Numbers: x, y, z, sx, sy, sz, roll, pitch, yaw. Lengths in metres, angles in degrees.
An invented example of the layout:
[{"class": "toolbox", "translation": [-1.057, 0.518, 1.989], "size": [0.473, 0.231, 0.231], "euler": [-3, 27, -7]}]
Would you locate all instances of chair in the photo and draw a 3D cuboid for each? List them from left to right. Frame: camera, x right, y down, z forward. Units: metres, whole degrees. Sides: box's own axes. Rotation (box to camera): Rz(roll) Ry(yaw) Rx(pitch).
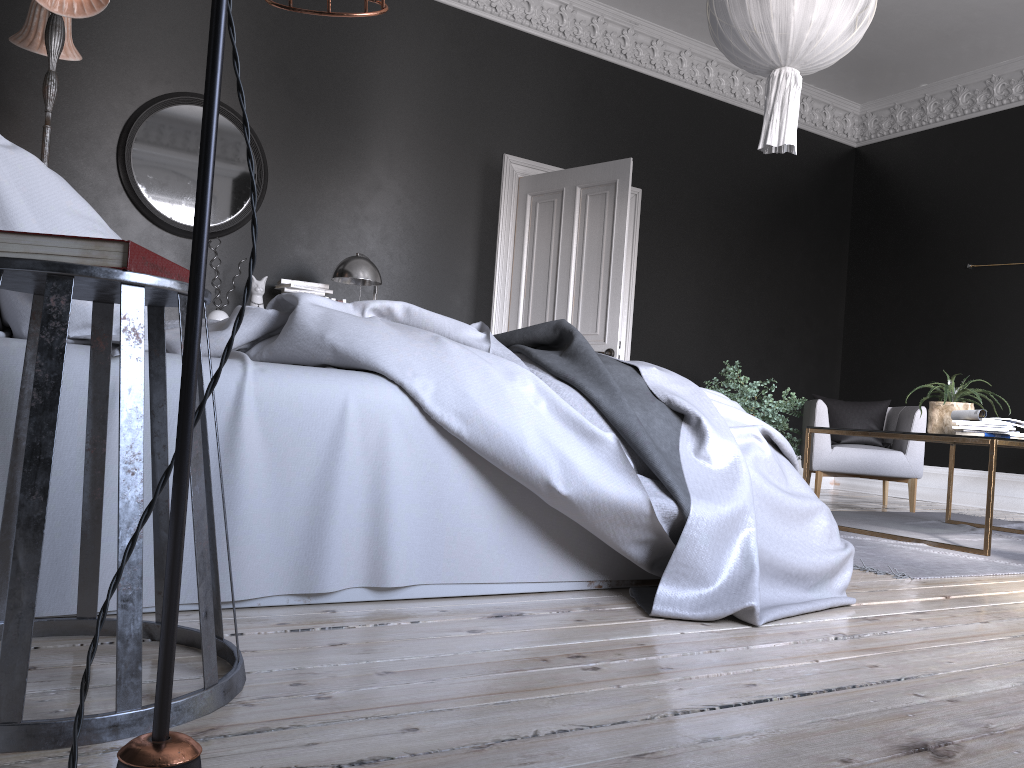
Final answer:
[{"class": "chair", "translation": [-0.737, 0.160, 1.477], "size": [0.613, 0.672, 0.614], "euler": [4, -2, 12]}, {"class": "chair", "translation": [2.716, 0.523, 6.992], "size": [0.818, 0.862, 0.770], "euler": [4, -2, 8]}]

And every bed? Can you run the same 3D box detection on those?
[{"class": "bed", "translation": [-0.488, -0.079, 3.067], "size": [3.286, 1.298, 2.764], "euler": [6, -3, -43]}]

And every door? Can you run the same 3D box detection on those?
[{"class": "door", "translation": [0.380, -0.425, 6.622], "size": [0.216, 2.373, 1.097], "euler": [5, -2, -45]}]

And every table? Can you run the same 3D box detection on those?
[{"class": "table", "translation": [2.566, 0.582, 4.999], "size": [1.450, 0.558, 1.092], "euler": [5, -2, -32]}]

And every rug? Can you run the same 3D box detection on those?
[{"class": "rug", "translation": [2.427, 0.843, 5.097], "size": [3.647, 0.050, 2.105], "euler": [5, -3, -31]}]

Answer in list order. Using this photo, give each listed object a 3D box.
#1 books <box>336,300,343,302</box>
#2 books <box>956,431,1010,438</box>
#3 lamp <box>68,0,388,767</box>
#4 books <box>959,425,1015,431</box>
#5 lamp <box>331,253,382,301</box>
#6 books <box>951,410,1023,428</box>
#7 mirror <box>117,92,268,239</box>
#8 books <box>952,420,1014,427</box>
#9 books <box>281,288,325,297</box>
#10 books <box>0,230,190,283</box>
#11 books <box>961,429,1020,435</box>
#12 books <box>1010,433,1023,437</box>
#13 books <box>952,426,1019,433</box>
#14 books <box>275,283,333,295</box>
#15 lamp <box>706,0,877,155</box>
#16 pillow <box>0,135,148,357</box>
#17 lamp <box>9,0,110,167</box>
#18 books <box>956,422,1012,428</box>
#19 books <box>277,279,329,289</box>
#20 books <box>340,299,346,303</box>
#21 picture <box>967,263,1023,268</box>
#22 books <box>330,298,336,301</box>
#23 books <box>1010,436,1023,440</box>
[{"class": "books", "translation": [-1.203, -0.404, 5.940], "size": [0.038, 0.295, 0.235], "euler": [5, -2, -32]}, {"class": "books", "translation": [2.446, 0.265, 4.610], "size": [0.232, 0.023, 0.162], "euler": [5, -2, -31]}, {"class": "lamp", "translation": [-0.264, -0.402, 0.507], "size": [0.437, 1.778, 1.719], "euler": [4, -2, 6]}, {"class": "books", "translation": [2.483, 0.230, 4.629], "size": [0.252, 0.011, 0.319], "euler": [3, -2, 30]}, {"class": "lamp", "translation": [-1.000, -0.547, 5.710], "size": [0.328, 0.590, 0.341], "euler": [3, -2, 38]}, {"class": "books", "translation": [2.522, 0.200, 4.673], "size": [0.273, 0.109, 0.322], "euler": [4, -2, 3]}, {"class": "mirror", "translation": [-2.012, -1.389, 5.651], "size": [0.925, 0.924, 0.061], "euler": [5, -1, -32]}, {"class": "books", "translation": [2.458, 0.207, 4.623], "size": [0.252, 0.011, 0.319], "euler": [3, -3, 35]}, {"class": "books", "translation": [-1.376, -0.596, 5.826], "size": [0.259, 0.026, 0.195], "euler": [5, -2, -22]}, {"class": "books", "translation": [-0.717, -0.197, 1.493], "size": [0.275, 0.045, 0.346], "euler": [4, -2, -2]}, {"class": "books", "translation": [2.500, 0.254, 4.650], "size": [0.252, 0.011, 0.319], "euler": [3, -2, 25]}, {"class": "books", "translation": [2.958, 0.302, 5.338], "size": [0.307, 0.024, 0.220], "euler": [6, -3, -32]}, {"class": "books", "translation": [2.470, 0.239, 4.619], "size": [0.252, 0.011, 0.319], "euler": [2, -3, 40]}, {"class": "books", "translation": [-1.367, -0.620, 5.828], "size": [0.307, 0.024, 0.220], "euler": [6, -3, -42]}, {"class": "lamp", "translation": [1.353, -2.127, 4.256], "size": [0.783, 2.048, 0.783], "euler": [4, -1, 11]}, {"class": "pillow", "translation": [-1.444, -0.355, 2.528], "size": [0.680, 0.759, 1.829], "euler": [5, -2, -32]}, {"class": "lamp", "translation": [-2.100, -0.728, 3.942], "size": [0.772, 2.410, 0.986], "euler": [4, -1, 1]}, {"class": "books", "translation": [2.465, 0.218, 4.626], "size": [0.252, 0.011, 0.319], "euler": [3, -2, 30]}, {"class": "books", "translation": [-1.381, -0.648, 5.851], "size": [0.306, 0.030, 0.220], "euler": [5, -2, -22]}, {"class": "books", "translation": [-1.166, -0.407, 5.961], "size": [0.050, 0.308, 0.220], "euler": [5, -2, -32]}, {"class": "picture", "translation": [5.276, -0.683, 6.112], "size": [0.058, 0.770, 4.456], "euler": [5, -2, -32]}, {"class": "books", "translation": [-1.246, -0.413, 5.943], "size": [0.030, 0.306, 0.221], "euler": [5, -2, -32]}, {"class": "books", "translation": [2.987, 0.329, 5.280], "size": [0.193, 0.030, 0.290], "euler": [2, -3, 42]}]
